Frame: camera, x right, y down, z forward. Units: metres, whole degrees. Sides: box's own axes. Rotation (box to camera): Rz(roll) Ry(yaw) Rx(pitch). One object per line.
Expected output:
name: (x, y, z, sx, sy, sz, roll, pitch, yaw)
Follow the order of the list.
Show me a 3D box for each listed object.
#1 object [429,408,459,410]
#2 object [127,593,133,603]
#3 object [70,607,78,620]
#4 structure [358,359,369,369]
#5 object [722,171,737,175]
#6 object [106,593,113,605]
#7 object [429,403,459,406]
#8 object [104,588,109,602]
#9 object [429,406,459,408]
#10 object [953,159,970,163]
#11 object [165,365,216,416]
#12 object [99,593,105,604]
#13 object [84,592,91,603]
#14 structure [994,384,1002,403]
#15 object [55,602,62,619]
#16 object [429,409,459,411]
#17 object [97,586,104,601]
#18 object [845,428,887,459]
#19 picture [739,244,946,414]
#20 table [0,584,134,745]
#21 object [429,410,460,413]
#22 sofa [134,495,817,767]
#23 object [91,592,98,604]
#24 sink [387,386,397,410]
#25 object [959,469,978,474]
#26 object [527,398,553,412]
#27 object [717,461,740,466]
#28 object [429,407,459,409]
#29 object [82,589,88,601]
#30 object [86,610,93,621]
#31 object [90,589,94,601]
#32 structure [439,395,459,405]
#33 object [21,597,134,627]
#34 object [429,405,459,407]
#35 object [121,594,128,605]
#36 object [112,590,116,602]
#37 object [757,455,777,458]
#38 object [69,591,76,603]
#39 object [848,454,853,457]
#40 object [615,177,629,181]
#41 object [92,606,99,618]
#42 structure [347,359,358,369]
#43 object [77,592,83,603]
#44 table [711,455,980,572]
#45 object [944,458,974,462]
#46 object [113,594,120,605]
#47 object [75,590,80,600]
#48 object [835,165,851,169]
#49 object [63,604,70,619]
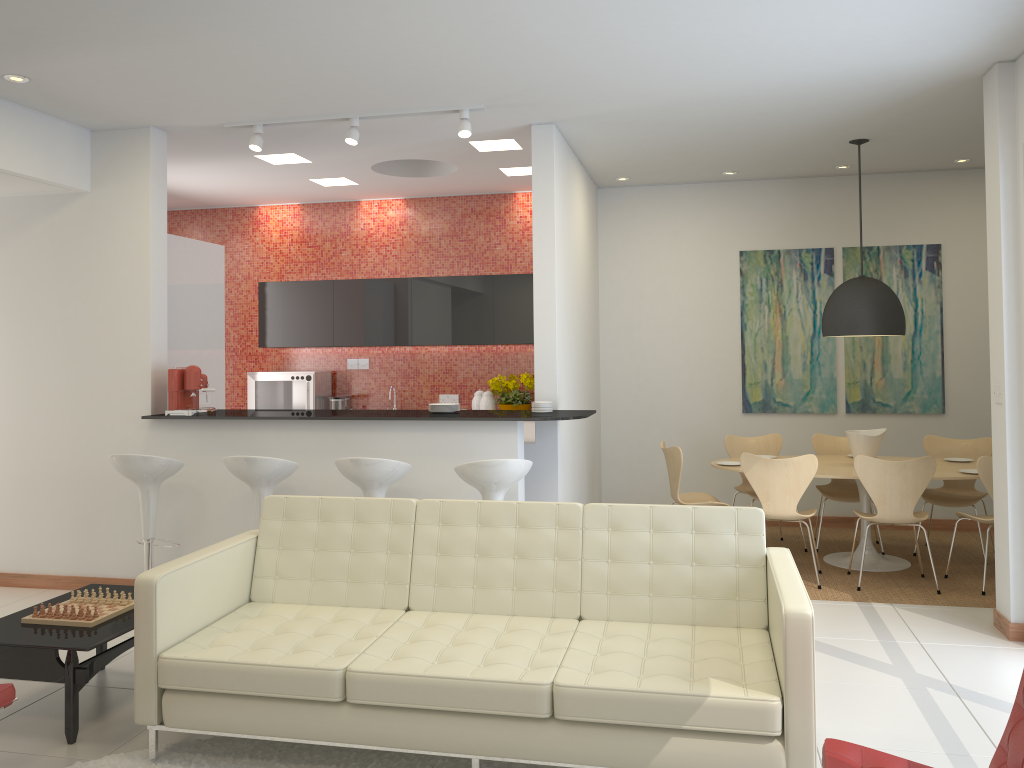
object: (-0.457, 0.171, 5.978, 0.210, 0.015, 0.210, -2, 2, -34)
object: (-1.819, 1.017, 4.212, 0.030, 0.044, 0.030, -1, 0, 20)
object: (-1.958, 1.022, 3.956, 0.030, 0.055, 0.030, -1, -1, 20)
structure: (-1.510, -0.203, 9.010, 0.114, 0.105, 0.008, -1, -1, 12)
object: (1.947, -1.886, 7.922, 0.129, 0.010, 0.129, -2, 2, -33)
object: (-1.906, 1.016, 4.191, 0.030, 0.050, 0.030, -1, -1, 20)
object: (-0.457, 0.143, 5.979, 0.210, 0.015, 0.210, -2, 2, -34)
object: (-1.936, 1.008, 4.239, 0.030, 0.064, 0.030, -1, -1, 20)
object: (-0.457, 0.157, 5.978, 0.210, 0.015, 0.210, -2, 2, -34)
object: (3.816, -1.894, 7.510, 0.129, 0.010, 0.129, -2, 2, -33)
object: (-2.138, 0.039, 6.053, 0.320, 0.337, 0.321, -1, 0, 13)
object: (-1.945, 1.016, 4.199, 0.030, 0.050, 0.030, -1, -1, 20)
object: (-2.023, 1.016, 4.217, 0.030, 0.050, 0.030, -1, -1, 20)
structure: (2.735, 0.054, 4.985, 0.013, 0.104, 0.114, -1, 0, 12)
object: (-2.036, 1.015, 3.974, 0.030, 0.069, 0.030, -1, -1, 20)
object: (-0.457, 0.178, 5.978, 0.210, 0.015, 0.210, -2, 2, -34)
object: (-1.975, 1.005, 4.247, 0.030, 0.069, 0.030, -1, -1, 20)
object: (2.675, 0.478, 6.710, 0.261, 0.280, 0.271, -1, 0, -42)
picture: (2.968, -0.487, 8.020, 1.738, 1.509, 0.020, -1, -1, 12)
table: (-1.970, 1.274, 4.133, 0.700, 0.423, 0.917, 0, 1, 12)
object: (-0.457, 0.185, 5.978, 0.210, 0.015, 0.210, -2, 2, -34)
sofa: (-0.140, 1.013, 3.681, 2.564, 0.924, 1.000, 0, 0, 12)
object: (-1.984, 1.016, 4.208, 0.030, 0.050, 0.030, -1, -1, 20)
sink: (-1.187, 0.290, 8.683, 0.808, 0.538, 0.416, 0, 0, 12)
object: (3.257, 0.619, 6.219, 0.210, 0.015, 0.210, -1, 2, -23)
object: (0.185, 0.135, 5.928, 0.173, 0.098, 0.140, -1, 1, 5)
object: (1.685, 0.617, 6.830, 0.210, 0.015, 0.210, 1, 2, 34)
object: (-0.457, 0.164, 5.978, 0.210, 0.015, 0.210, -2, 2, -34)
object: (-2.053, 1.014, 4.264, 0.030, 0.052, 0.030, -1, -1, 5)
object: (-1.879, 1.027, 3.939, 0.030, 0.044, 0.030, -1, 0, 20)
object: (-2.014, 1.012, 4.256, 0.030, 0.055, 0.030, -1, -1, 20)
structure: (-0.626, 0.155, 8.802, 0.198, 0.099, 0.016, 0, -1, 12)
object: (-1.985, 1.054, 4.105, 0.360, 0.021, 0.360, 0, 2, 12)
object: (-0.457, 0.150, 5.978, 0.210, 0.015, 0.210, -2, 2, -34)
object: (-1.828, 1.016, 4.173, 0.030, 0.050, 0.030, -1, -1, 20)
object: (-1.897, 1.012, 4.230, 0.030, 0.055, 0.030, -1, -1, 20)
object: (2.053, 0.599, 7.230, 0.210, 0.015, 0.210, 1, 2, 34)
object: (-2.101, 1.017, 4.234, 0.030, 0.050, 0.030, -1, -1, 20)
object: (2.847, 0.590, 7.215, 0.210, 0.015, 0.210, 0, 2, 30)
object: (1.013, -1.882, 8.128, 0.129, 0.010, 0.129, -2, 2, -33)
object: (-1.871, 1.023, 3.978, 0.030, 0.050, 0.030, -1, -1, 20)
structure: (-1.626, -0.203, 9.033, 0.114, 0.105, 0.013, -1, -1, 12)
object: (-2.062, 1.017, 4.225, 0.030, 0.050, 0.030, -1, -1, 20)
table: (2.674, 0.982, 6.715, 2.261, 0.730, 1.280, 0, 1, 13)
object: (3.477, 0.594, 6.891, 0.210, 0.015, 0.210, -1, 2, -9)
object: (-1.867, 1.016, 4.182, 0.030, 0.050, 0.030, -1, -1, 20)
object: (-2.092, 1.018, 4.273, 0.030, 0.044, 0.030, -1, 0, 20)
object: (2.882, -1.890, 7.716, 0.129, 0.010, 0.129, -2, 2, -33)
object: (-1.997, 1.018, 3.965, 0.030, 0.064, 0.030, -1, -1, 20)
